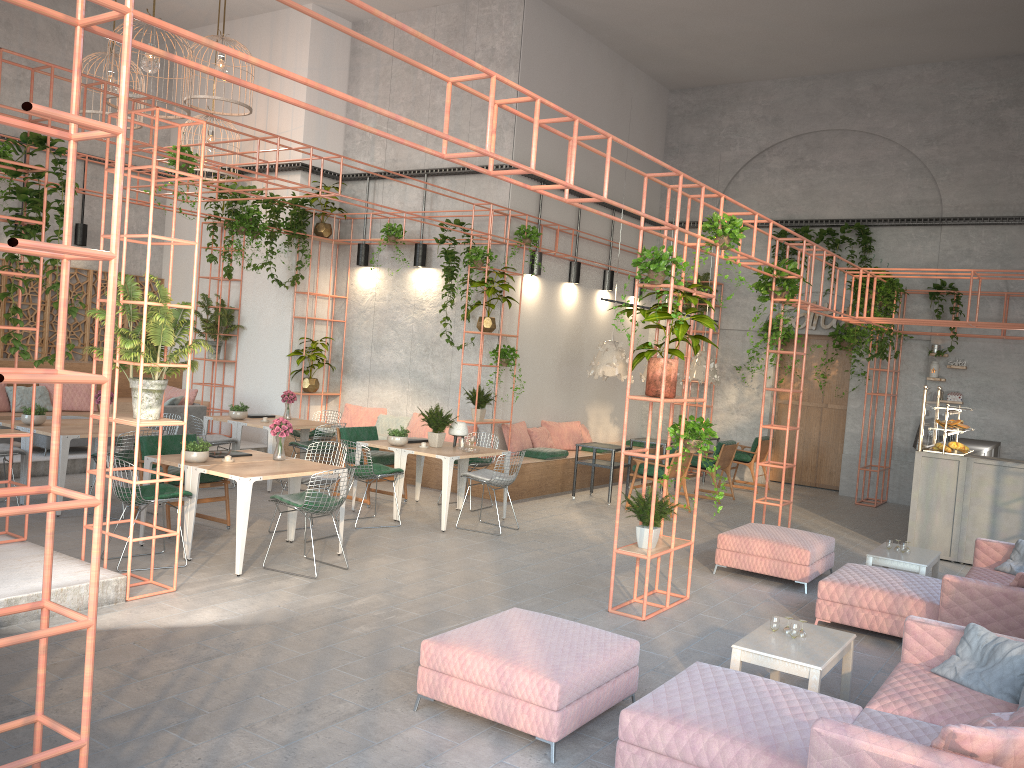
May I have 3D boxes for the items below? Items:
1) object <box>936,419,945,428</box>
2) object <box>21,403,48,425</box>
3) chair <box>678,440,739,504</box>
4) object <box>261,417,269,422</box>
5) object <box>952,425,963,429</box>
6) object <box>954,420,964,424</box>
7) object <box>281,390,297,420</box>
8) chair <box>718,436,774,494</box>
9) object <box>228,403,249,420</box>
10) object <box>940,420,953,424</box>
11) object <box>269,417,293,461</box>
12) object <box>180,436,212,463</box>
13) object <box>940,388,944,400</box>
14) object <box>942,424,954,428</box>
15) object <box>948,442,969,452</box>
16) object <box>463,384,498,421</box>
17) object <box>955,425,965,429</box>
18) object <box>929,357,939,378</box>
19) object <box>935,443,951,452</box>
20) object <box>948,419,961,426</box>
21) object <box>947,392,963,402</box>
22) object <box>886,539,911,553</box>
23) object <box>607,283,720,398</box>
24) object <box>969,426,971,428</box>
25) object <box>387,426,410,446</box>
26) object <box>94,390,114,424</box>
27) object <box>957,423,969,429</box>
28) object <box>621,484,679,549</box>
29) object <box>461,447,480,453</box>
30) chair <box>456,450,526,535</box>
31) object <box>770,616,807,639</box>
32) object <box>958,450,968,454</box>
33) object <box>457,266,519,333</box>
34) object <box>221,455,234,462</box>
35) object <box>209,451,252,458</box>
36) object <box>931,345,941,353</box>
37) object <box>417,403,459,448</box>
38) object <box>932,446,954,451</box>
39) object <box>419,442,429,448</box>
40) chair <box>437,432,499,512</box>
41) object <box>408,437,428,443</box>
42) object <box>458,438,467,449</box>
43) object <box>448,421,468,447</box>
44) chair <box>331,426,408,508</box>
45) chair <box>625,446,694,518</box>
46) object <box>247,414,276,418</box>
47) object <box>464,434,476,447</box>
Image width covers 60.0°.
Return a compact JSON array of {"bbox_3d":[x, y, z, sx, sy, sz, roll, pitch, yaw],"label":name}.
[{"bbox_3d":[5.210,0.479,10.785,0.111,0.092,0.098,6,3,33],"label":"object"},{"bbox_3d":[-5.183,0.321,9.617,0.247,0.247,0.252,6,3,33],"label":"object"},{"bbox_3d":[3.043,1.314,13.695,0.685,0.930,0.722,6,3,34],"label":"chair"},{"bbox_3d":[-3.293,0.472,11.830,0.115,0.078,0.115,6,3,39],"label":"object"},{"bbox_3d":[5.362,0.514,10.684,0.151,0.052,0.097,6,3,36],"label":"object"},{"bbox_3d":[5.422,0.474,10.806,0.149,0.081,0.088,5,2,18],"label":"object"},{"bbox_3d":[-3.129,0.291,12.392,0.213,0.414,0.225,6,2,26],"label":"object"},{"bbox_3d":[4.004,1.334,15.138,0.685,0.930,0.722,6,3,34],"label":"chair"},{"bbox_3d":[-3.668,0.352,11.892,0.248,0.247,0.254,6,3,34],"label":"object"},{"bbox_3d":[5.237,0.463,10.699,0.093,0.050,0.138,3,3,-40],"label":"object"},{"bbox_3d":[-2.219,0.525,8.491,0.213,0.414,0.225,6,2,26],"label":"object"},{"bbox_3d":[-2.858,0.591,8.006,0.247,0.247,0.252,6,3,33],"label":"object"},{"bbox_3d":[6.958,0.159,14.389,0.081,0.204,0.081,6,3,34],"label":"object"},{"bbox_3d":[5.270,0.498,10.734,0.146,0.064,0.101,6,3,29],"label":"object"},{"bbox_3d":[5.380,0.752,10.680,0.240,0.104,0.073,5,2,15],"label":"object"},{"bbox_3d":[-0.480,0.259,12.568,0.438,0.527,0.368,6,3,34],"label":"object"},{"bbox_3d":[5.392,0.510,10.650,0.132,0.051,0.099,6,3,31],"label":"object"},{"bbox_3d":[6.882,-0.267,14.441,0.145,0.336,0.136,2,3,-42],"label":"object"},{"bbox_3d":[5.244,0.768,10.780,0.089,0.095,0.237,4,2,-22],"label":"object"},{"bbox_3d":[5.315,0.464,10.644,0.142,0.087,0.094,6,3,41],"label":"object"},{"bbox_3d":[7.133,0.210,14.271,0.219,0.149,0.129,6,3,34],"label":"object"},{"bbox_3d":[3.656,1.557,8.393,0.156,0.145,0.199,3,3,-42],"label":"object"},{"bbox_3d":[1.241,-0.364,7.156,0.924,0.946,0.923,4,2,0],"label":"object"},{"bbox_3d":[5.471,0.501,10.731,0.151,0.049,0.099,5,2,18],"label":"object"},{"bbox_3d":[-1.328,0.596,10.331,0.248,0.247,0.254,6,3,34],"label":"object"},{"bbox_3d":[-4.648,0.260,10.111,0.213,0.414,0.225,6,2,26],"label":"object"},{"bbox_3d":[5.391,0.500,10.617,0.152,0.058,0.095,5,2,24],"label":"object"},{"bbox_3d":[1.117,1.092,7.326,0.438,0.527,0.368,6,3,34],"label":"object"},{"bbox_3d":[-0.478,0.764,10.261,0.218,0.041,0.218,6,3,42],"label":"object"},{"bbox_3d":[-0.234,1.185,10.106,0.717,0.941,0.565,6,3,30],"label":"chair"},{"bbox_3d":[1.697,1.516,5.451,0.156,0.145,0.199,3,3,-42],"label":"object"},{"bbox_3d":[5.420,0.776,10.758,0.090,0.110,0.232,3,3,-36],"label":"object"},{"bbox_3d":[-0.325,-1.195,12.386,0.903,0.947,0.934,4,2,-5],"label":"object"},{"bbox_3d":[-2.617,0.688,8.168,0.115,0.073,0.115,6,2,28],"label":"object"},{"bbox_3d":[-2.759,0.685,8.557,0.268,0.031,0.427,6,3,34],"label":"object"},{"bbox_3d":[6.896,-0.570,14.426,0.133,0.145,0.133,4,2,-5],"label":"object"},{"bbox_3d":[-0.899,0.481,10.473,0.438,0.527,0.368,6,3,34],"label":"object"},{"bbox_3d":[5.275,0.786,10.855,0.243,0.062,0.091,6,2,27],"label":"object"},{"bbox_3d":[-1.028,0.708,10.318,0.115,0.078,0.115,6,3,39],"label":"object"},{"bbox_3d":[-0.554,1.109,11.430,0.565,0.941,0.717,6,3,35],"label":"chair"},{"bbox_3d":[-1.229,0.690,10.883,0.268,0.031,0.427,6,3,34],"label":"object"},{"bbox_3d":[-0.589,0.708,10.473,0.095,0.119,0.095,3,3,-32],"label":"object"},{"bbox_3d":[-0.648,0.611,10.674,0.241,0.313,0.241,4,2,-11],"label":"object"},{"bbox_3d":[-1.787,1.024,11.235,0.685,0.917,0.722,6,3,34],"label":"chair"},{"bbox_3d":[2.062,1.294,12.222,0.685,0.929,0.722,6,3,34],"label":"chair"},{"bbox_3d":[-3.569,0.447,12.444,0.268,0.031,0.427,6,3,34],"label":"object"},{"bbox_3d":[-0.498,0.694,10.669,0.165,0.154,0.210,5,2,23],"label":"object"}]
